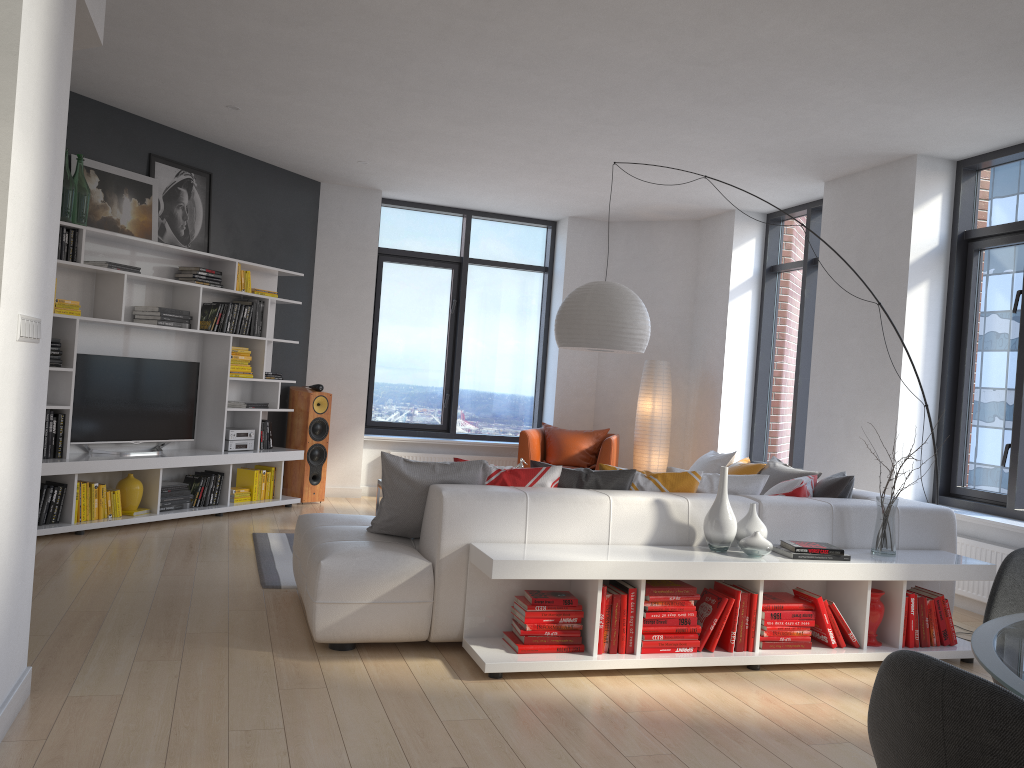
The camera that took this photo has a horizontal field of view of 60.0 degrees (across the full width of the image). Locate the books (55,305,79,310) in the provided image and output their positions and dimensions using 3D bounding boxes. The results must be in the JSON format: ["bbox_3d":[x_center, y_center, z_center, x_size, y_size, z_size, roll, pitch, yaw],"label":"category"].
[{"bbox_3d":[-3.005,-0.514,5.925,0.113,0.018,0.169,4,0,28],"label":"books"}]

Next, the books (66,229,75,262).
[{"bbox_3d":[-2.998,-0.919,5.921,0.169,0.218,0.038,4,0,27],"label":"books"}]

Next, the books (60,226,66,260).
[{"bbox_3d":[-3.025,-0.927,5.875,0.176,0.232,0.025,4,0,27],"label":"books"}]

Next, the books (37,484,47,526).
[{"bbox_3d":[-3.122,0.777,5.763,0.197,0.260,0.066,4,0,27],"label":"books"}]

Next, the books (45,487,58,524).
[{"bbox_3d":[-3.076,0.788,5.821,0.179,0.243,0.071,4,0,26],"label":"books"}]

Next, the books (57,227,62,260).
[{"bbox_3d":[-3.032,-0.922,5.850,0.156,0.221,0.021,4,0,27],"label":"books"}]

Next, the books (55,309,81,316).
[{"bbox_3d":[-3.019,-0.478,5.936,0.147,0.033,0.190,4,0,27],"label":"books"}]

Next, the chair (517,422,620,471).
[{"bbox_3d":[0.564,0.829,8.510,0.896,0.858,0.843,4,0,14],"label":"chair"}]

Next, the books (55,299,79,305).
[{"bbox_3d":[-3.026,-0.551,5.940,0.138,0.026,0.186,4,0,27],"label":"books"}]

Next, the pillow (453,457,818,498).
[{"bbox_3d":[0.749,0.660,4.728,2.250,0.449,0.575,4,0,-20],"label":"pillow"}]

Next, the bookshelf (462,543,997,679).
[{"bbox_3d":[1.084,1.045,4.145,2.600,0.500,0.356,4,0,-18],"label":"bookshelf"}]

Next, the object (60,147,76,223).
[{"bbox_3d":[-2.976,-1.314,5.874,0.157,0.507,0.157,4,0,41],"label":"object"}]

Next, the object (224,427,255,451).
[{"bbox_3d":[-2.336,0.458,7.370,0.270,0.174,0.285,4,0,27],"label":"object"}]

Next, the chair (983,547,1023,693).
[{"bbox_3d":[1.407,0.868,1.996,0.655,0.891,0.619,4,0,-11],"label":"chair"}]

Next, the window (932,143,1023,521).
[{"bbox_3d":[3.306,-0.345,5.617,0.170,2.402,1.310,4,0,-18],"label":"window"}]

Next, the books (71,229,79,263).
[{"bbox_3d":[-2.978,-0.924,5.942,0.174,0.230,0.019,4,0,27],"label":"books"}]

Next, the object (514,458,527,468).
[{"bbox_3d":[-0.023,0.635,6.085,0.330,0.265,0.330,4,0,6],"label":"object"}]

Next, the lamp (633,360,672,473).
[{"bbox_3d":[1.522,0.555,8.517,0.804,1.550,0.502,4,0,33],"label":"lamp"}]

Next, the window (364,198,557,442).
[{"bbox_3d":[-0.556,-0.626,9.337,1.960,2.402,0.170,4,0,-18],"label":"window"}]

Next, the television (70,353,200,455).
[{"bbox_3d":[-2.783,0.158,6.594,0.207,0.704,1.102,4,0,27],"label":"television"}]

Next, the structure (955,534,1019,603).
[{"bbox_3d":[2.887,1.199,5.483,0.110,0.460,1.015,4,0,-18],"label":"structure"}]

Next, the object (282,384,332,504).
[{"bbox_3d":[-1.907,0.533,8.123,0.434,1.088,0.290,4,0,42],"label":"object"}]

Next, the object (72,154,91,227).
[{"bbox_3d":[-2.955,-1.312,6.039,0.157,0.507,0.157,4,0,41],"label":"object"}]

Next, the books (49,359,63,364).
[{"bbox_3d":[-3.117,-0.157,5.787,0.189,0.025,0.270,4,0,26],"label":"books"}]

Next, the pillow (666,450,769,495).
[{"bbox_3d":[1.197,0.666,5.706,0.580,0.456,2.156,4,0,8],"label":"pillow"}]

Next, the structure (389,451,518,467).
[{"bbox_3d":[-0.541,0.949,9.031,1.474,0.460,0.110,4,0,-18],"label":"structure"}]

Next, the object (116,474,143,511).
[{"bbox_3d":[-2.760,0.776,6.395,0.185,0.257,0.185,4,0,5],"label":"object"}]

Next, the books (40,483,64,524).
[{"bbox_3d":[-3.068,0.786,5.860,0.191,0.249,0.084,4,0,27],"label":"books"}]

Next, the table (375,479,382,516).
[{"bbox_3d":[-0.318,0.965,6.160,1.091,0.435,1.091,4,0,-18],"label":"table"}]

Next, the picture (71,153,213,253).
[{"bbox_3d":[-2.742,-1.392,6.665,0.076,0.707,1.279,4,0,27],"label":"picture"}]

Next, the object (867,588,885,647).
[{"bbox_3d":[1.749,1.136,4.329,0.125,0.258,0.125,4,0,-40],"label":"object"}]

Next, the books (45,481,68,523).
[{"bbox_3d":[-3.053,0.782,5.890,0.197,0.260,0.066,4,0,27],"label":"books"}]

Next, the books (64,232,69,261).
[{"bbox_3d":[-3.011,-0.912,5.894,0.147,0.200,0.021,4,0,27],"label":"books"}]

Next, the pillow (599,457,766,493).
[{"bbox_3d":[1.084,0.675,5.407,0.630,0.440,2.095,4,0,29],"label":"pillow"}]

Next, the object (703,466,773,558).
[{"bbox_3d":[1.068,0.594,4.191,0.316,0.398,0.319,4,0,6],"label":"object"}]

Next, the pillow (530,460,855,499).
[{"bbox_3d":[1.058,0.657,4.835,2.120,0.436,0.608,4,0,-22],"label":"pillow"}]

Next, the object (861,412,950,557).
[{"bbox_3d":[1.919,0.483,4.378,0.406,0.744,0.607,4,0,22],"label":"object"}]

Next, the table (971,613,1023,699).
[{"bbox_3d":[1.534,0.932,1.391,1.499,0.764,1.499,4,0,-29],"label":"table"}]

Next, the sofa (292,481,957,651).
[{"bbox_3d":[0.395,0.879,5.480,3.424,0.732,2.614,4,0,-18],"label":"sofa"}]

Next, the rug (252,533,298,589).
[{"bbox_3d":[-0.519,1.172,5.973,2.326,0.016,1.662,4,0,-18],"label":"rug"}]

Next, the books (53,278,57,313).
[{"bbox_3d":[-3.074,-0.583,5.846,0.172,0.234,0.024,4,0,27],"label":"books"}]

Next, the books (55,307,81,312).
[{"bbox_3d":[-3.021,-0.501,5.938,0.148,0.011,0.196,4,0,27],"label":"books"}]

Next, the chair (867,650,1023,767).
[{"bbox_3d":[0.806,0.822,1.209,0.619,0.891,0.655,4,0,-16],"label":"chair"}]

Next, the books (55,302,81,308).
[{"bbox_3d":[-3.014,-0.530,5.937,0.134,0.014,0.187,4,0,27],"label":"books"}]

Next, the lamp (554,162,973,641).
[{"bbox_3d":[1.792,0.022,5.194,3.199,2.647,0.710,4,0,18],"label":"lamp"}]

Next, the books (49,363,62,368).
[{"bbox_3d":[-3.118,-0.131,5.785,0.189,0.026,0.263,4,0,26],"label":"books"}]

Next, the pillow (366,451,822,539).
[{"bbox_3d":[0.558,0.616,5.014,2.953,0.453,0.647,4,0,-30],"label":"pillow"}]

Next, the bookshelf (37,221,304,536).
[{"bbox_3d":[-2.669,-0.008,6.551,0.455,2.052,3.000,4,0,27],"label":"bookshelf"}]

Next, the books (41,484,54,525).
[{"bbox_3d":[-3.099,0.782,5.803,0.192,0.254,0.075,4,0,26],"label":"books"}]

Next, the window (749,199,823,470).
[{"bbox_3d":[2.605,-0.394,7.807,0.170,2.402,1.310,4,0,-18],"label":"window"}]

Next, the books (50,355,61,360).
[{"bbox_3d":[-3.134,-0.186,5.789,0.209,0.030,0.266,4,0,26],"label":"books"}]
